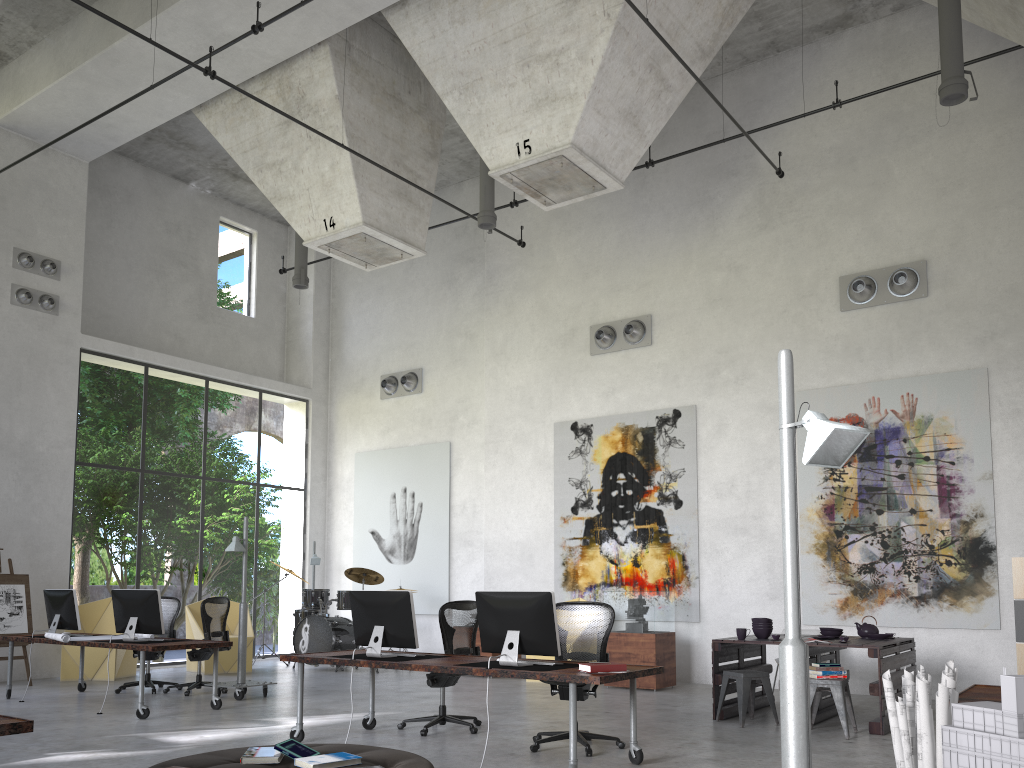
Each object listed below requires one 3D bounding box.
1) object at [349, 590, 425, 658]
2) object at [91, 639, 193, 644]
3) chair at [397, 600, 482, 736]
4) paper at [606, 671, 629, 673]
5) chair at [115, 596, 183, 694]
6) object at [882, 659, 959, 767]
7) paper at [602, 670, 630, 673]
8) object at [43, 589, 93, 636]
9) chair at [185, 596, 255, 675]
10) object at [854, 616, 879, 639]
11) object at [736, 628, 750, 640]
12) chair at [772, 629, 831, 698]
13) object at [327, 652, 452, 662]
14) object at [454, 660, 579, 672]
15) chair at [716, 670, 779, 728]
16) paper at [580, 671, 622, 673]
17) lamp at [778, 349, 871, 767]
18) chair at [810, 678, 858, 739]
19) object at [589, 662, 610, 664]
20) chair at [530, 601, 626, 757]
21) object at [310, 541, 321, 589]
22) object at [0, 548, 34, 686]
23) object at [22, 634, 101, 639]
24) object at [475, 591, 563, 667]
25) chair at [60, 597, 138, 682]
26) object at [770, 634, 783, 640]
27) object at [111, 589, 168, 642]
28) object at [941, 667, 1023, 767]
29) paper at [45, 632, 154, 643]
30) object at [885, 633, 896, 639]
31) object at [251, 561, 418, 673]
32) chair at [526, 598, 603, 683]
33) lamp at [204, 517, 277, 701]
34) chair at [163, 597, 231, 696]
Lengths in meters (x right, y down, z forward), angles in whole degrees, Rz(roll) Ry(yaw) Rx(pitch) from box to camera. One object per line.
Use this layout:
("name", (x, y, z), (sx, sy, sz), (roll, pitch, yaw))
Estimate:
("object", (-1.035, 2.018, 7.412), (0.719, 0.544, 0.381), (-8, -11, 37))
("object", (-3.990, 2.780, 9.484), (0.852, 0.008, 0.699), (-7, -15, 26))
("chair", (-0.649, 2.584, 8.086), (0.794, 1.167, 0.782), (-3, -8, 19))
("paper", (0.641, 2.003, 6.130), (0.291, 0.001, 0.214), (5, -14, -22))
("chair", (-4.554, 3.283, 11.118), (0.771, 1.167, 0.805), (2, -8, -15))
("object", (2.134, 1.893, 4.530), (0.321, 0.923, 0.345), (5, -8, -36))
("paper", (0.648, 2.002, 6.136), (0.292, 0.001, 0.213), (10, -16, -36))
("object", (-5.259, 2.708, 10.405), (0.719, 0.544, 0.381), (-8, -11, 37))
("chair", (-4.532, 3.892, 13.668), (0.985, 1.151, 0.946), (6, -10, -34))
("object", (3.659, 2.500, 9.040), (0.219, 0.229, 0.214), (-6, -11, 33))
("object", (2.289, 2.478, 8.704), (0.130, 0.108, 0.102), (-5, -10, 27))
("chair", (3.370, 3.270, 10.212), (0.695, 0.806, 0.785), (-3, -10, 20))
("object", (-1.032, 2.297, 7.387), (0.855, 0.008, 0.697), (-10, -16, 36))
("object", (0.083, 2.114, 6.596), (0.855, 0.008, 0.697), (-10, -16, 36))
("chair", (2.261, 3.020, 8.466), (0.421, 0.482, 0.444), (3, -9, -19))
("paper", (0.641, 2.001, 6.130), (0.291, 0.001, 0.214), (-4, -14, 17))
("lamp", (0.979, 0.934, 3.054), (0.581, 2.121, 0.603), (3, -7, -29))
("chair", (2.822, 2.877, 7.848), (0.422, 0.482, 0.443), (-5, -10, 30))
("object", (0.612, 1.937, 6.100), (0.149, 0.011, 0.011), (-1, -9, 4))
("chair", (0.540, 2.381, 7.205), (0.770, 1.167, 0.806), (-1, -8, 4))
("object", (-3.622, 3.936, 15.991), (0.580, 2.121, 0.604), (2, -6, -19))
("object", (-6.779, 2.927, 11.619), (0.688, 2.112, 0.701), (-4, -8, 36))
("object", (-5.256, 2.987, 10.381), (0.855, 0.008, 0.697), (-10, -16, 36))
("object", (0.081, 1.836, 6.621), (0.719, 0.544, 0.381), (-8, -11, 37))
("chair", (-5.928, 3.655, 12.655), (0.979, 1.151, 0.951), (1, -9, -6))
("object", (2.589, 2.483, 8.609), (0.117, 0.055, 0.140), (-4, -13, 21))
("object", (-3.993, 2.501, 9.508), (0.717, 0.545, 0.382), (-5, -9, 27))
("object", (0.533, 0.605, 1.088), (0.361, 0.513, 0.502), (3, -10, -19))
("paper", (-4.702, 2.856, 10.014), (1.087, 0.103, 0.986), (13, -18, -43))
("object", (3.834, 2.554, 8.907), (0.116, 0.055, 0.140), (1, -12, -4))
("object", (-2.873, 3.824, 14.635), (2.976, 1.717, 1.914), (-4, -10, 20))
("chair", (0.739, 3.589, 12.336), (0.985, 1.151, 0.946), (-6, -10, 34))
("lamp", (-3.211, 2.656, 10.500), (0.582, 2.121, 0.602), (-4, -7, 35))
("chair", (-3.892, 3.241, 10.932), (0.792, 1.167, 0.784), (0, -8, -1))
